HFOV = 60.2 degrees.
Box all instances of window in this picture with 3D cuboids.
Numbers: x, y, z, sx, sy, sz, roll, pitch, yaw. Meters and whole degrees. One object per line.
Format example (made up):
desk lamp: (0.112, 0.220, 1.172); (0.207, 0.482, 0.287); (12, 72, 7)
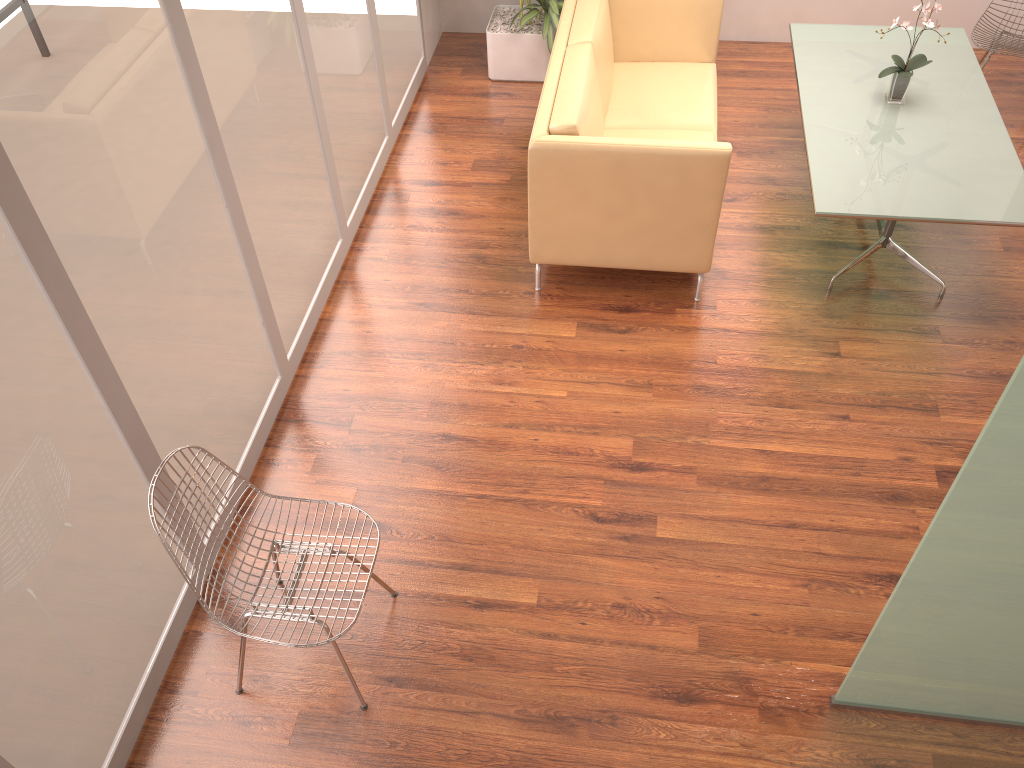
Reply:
window: (-1.188, -0.467, 2.083); (0.062, 3.440, 8.160); (5, 48, 7)

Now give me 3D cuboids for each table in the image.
table: (1.906, -1.149, 4.540); (0.939, 0.588, 1.783); (5, 48, 7)

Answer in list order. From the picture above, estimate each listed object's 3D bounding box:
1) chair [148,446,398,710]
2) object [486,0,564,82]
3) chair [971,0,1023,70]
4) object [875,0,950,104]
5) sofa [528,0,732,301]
chair: (-0.723, 0.592, 2.815); (0.561, 0.944, 0.518); (5, 47, 7)
object: (0.099, -2.897, 5.147); (0.959, 2.207, 1.037); (19, 50, 19)
chair: (2.911, -1.977, 5.015); (0.538, 0.944, 0.539); (20, 51, 20)
object: (1.928, -1.621, 4.151); (0.370, 0.618, 0.284); (1, 47, 3)
sofa: (0.636, -1.356, 4.595); (0.878, 0.879, 1.717); (5, 48, 7)
